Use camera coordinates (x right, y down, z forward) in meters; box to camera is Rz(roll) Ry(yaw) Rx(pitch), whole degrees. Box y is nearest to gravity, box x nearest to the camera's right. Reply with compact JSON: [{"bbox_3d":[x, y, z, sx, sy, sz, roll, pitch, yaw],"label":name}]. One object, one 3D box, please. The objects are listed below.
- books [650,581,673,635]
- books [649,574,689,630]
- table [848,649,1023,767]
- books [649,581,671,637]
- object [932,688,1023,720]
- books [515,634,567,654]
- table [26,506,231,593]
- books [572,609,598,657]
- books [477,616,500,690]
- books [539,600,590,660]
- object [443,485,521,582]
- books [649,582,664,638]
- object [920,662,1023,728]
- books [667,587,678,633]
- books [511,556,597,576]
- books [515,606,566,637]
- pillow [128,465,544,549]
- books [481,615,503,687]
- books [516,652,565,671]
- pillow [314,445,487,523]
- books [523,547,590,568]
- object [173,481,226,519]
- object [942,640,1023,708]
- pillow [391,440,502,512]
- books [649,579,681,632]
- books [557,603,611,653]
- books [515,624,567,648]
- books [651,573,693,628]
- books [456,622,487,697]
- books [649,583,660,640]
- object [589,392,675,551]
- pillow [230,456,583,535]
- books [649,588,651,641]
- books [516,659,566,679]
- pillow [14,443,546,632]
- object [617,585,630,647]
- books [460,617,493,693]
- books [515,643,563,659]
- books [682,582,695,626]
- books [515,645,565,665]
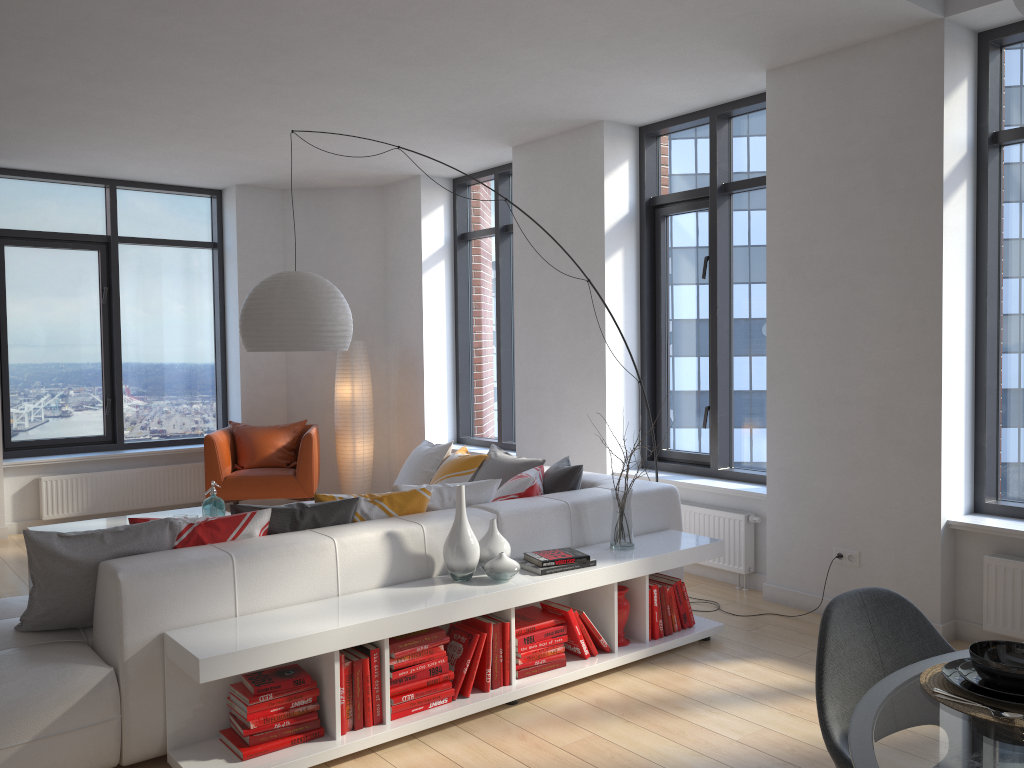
[{"bbox_3d":[0.699,1.082,4.312,0.066,0.247,0.175,-3,3,-38],"label":"books"},{"bbox_3d":[0.766,1.076,4.386,0.119,0.249,0.187,-3,3,-38],"label":"books"},{"bbox_3d":[1.300,1.004,1.316,1.499,0.764,1.499,1,3,41],"label":"table"},{"bbox_3d":[0.669,1.080,4.302,0.076,0.252,0.199,-3,3,-38],"label":"books"},{"bbox_3d":[0.993,0.600,1.740,0.309,0.015,0.206,-2,3,-34],"label":"object"},{"bbox_3d":[0.080,1.109,3.864,0.261,0.027,0.191,-2,3,-34],"label":"books"},{"bbox_3d":[-2.093,1.057,5.145,1.091,0.435,1.091,-3,3,-38],"label":"table"},{"bbox_3d":[0.278,1.107,4.003,0.148,0.232,0.171,-2,3,-37],"label":"books"},{"bbox_3d":[-0.130,1.106,3.692,0.038,0.270,0.215,-3,3,-38],"label":"books"},{"bbox_3d":[0.237,1.099,3.978,0.134,0.248,0.192,-3,3,-38],"label":"books"},{"bbox_3d":[-0.142,0.618,3.754,0.316,0.398,0.319,-1,2,-14],"label":"object"},{"bbox_3d":[0.647,1.077,4.274,0.056,0.262,0.185,-3,3,-38],"label":"books"},{"bbox_3d":[1.001,0.608,1.746,0.360,0.002,0.360,-1,2,4],"label":"object"},{"bbox_3d":[0.723,1.087,4.338,0.081,0.230,0.165,-3,3,-38],"label":"books"},{"bbox_3d":[0.182,0.792,3.943,0.300,0.026,0.245,-2,3,-33],"label":"books"},{"bbox_3d":[0.047,1.040,3.888,0.301,0.032,0.227,-3,3,-38],"label":"books"},{"bbox_3d":[-0.622,0.698,4.151,2.250,0.449,0.575,-3,3,-41],"label":"pillow"},{"bbox_3d":[-0.101,1.108,3.703,0.028,0.266,0.188,-3,3,-38],"label":"books"},{"bbox_3d":[0.069,1.184,3.854,0.266,0.026,0.187,-2,3,-33],"label":"books"},{"bbox_3d":[-0.545,0.655,4.904,0.630,0.440,2.095,0,2,9],"label":"pillow"},{"bbox_3d":[0.196,0.766,3.922,0.238,0.027,0.188,-2,3,-25],"label":"books"},{"bbox_3d":[-1.819,0.703,5.154,0.330,0.265,0.330,-1,2,-14],"label":"object"},{"bbox_3d":[0.993,0.569,1.754,0.258,0.074,0.258,1,3,32],"label":"object"},{"bbox_3d":[-0.544,0.624,5.221,0.580,0.456,2.156,-1,2,-12],"label":"pillow"},{"bbox_3d":[0.740,1.085,4.356,0.083,0.233,0.178,-3,3,-38],"label":"books"},{"bbox_3d":[0.322,1.111,4.038,0.186,0.223,0.188,-3,3,-38],"label":"books"},{"bbox_3d":[0.068,1.076,3.874,0.279,0.039,0.206,-3,3,-39],"label":"books"},{"bbox_3d":[0.790,1.071,4.409,0.116,0.255,0.198,-3,3,-38],"label":"books"},{"bbox_3d":[-0.200,1.120,3.617,0.115,0.245,0.192,-3,3,-38],"label":"books"},{"bbox_3d":[0.620,1.073,4.256,0.050,0.268,0.198,-3,3,-38],"label":"books"},{"bbox_3d":[0.578,0.417,4.215,0.406,0.744,0.607,-1,2,2],"label":"object"},{"bbox_3d":[-0.371,0.660,4.358,2.120,0.436,0.608,-3,3,-42],"label":"pillow"},{"bbox_3d":[0.597,1.083,4.227,0.026,0.250,0.168,-3,3,-38],"label":"books"},{"bbox_3d":[0.072,1.213,3.867,0.259,0.034,0.206,-2,3,-35],"label":"books"},{"bbox_3d":[-0.904,0.663,4.350,0.647,0.453,2.953,1,3,39],"label":"pillow"},{"bbox_3d":[0.490,1.084,4.155,0.125,0.258,0.125,1,3,29],"label":"object"},{"bbox_3d":[-0.150,1.103,3.655,0.046,0.282,0.199,-3,3,-38],"label":"books"},{"bbox_3d":[0.076,1.135,3.856,0.236,0.023,0.178,-3,3,-38],"label":"books"},{"bbox_3d":[0.816,1.083,4.432,0.103,0.230,0.173,-3,3,-38],"label":"books"},{"bbox_3d":[0.073,1.158,3.865,0.257,0.025,0.182,-3,3,-38],"label":"books"}]
